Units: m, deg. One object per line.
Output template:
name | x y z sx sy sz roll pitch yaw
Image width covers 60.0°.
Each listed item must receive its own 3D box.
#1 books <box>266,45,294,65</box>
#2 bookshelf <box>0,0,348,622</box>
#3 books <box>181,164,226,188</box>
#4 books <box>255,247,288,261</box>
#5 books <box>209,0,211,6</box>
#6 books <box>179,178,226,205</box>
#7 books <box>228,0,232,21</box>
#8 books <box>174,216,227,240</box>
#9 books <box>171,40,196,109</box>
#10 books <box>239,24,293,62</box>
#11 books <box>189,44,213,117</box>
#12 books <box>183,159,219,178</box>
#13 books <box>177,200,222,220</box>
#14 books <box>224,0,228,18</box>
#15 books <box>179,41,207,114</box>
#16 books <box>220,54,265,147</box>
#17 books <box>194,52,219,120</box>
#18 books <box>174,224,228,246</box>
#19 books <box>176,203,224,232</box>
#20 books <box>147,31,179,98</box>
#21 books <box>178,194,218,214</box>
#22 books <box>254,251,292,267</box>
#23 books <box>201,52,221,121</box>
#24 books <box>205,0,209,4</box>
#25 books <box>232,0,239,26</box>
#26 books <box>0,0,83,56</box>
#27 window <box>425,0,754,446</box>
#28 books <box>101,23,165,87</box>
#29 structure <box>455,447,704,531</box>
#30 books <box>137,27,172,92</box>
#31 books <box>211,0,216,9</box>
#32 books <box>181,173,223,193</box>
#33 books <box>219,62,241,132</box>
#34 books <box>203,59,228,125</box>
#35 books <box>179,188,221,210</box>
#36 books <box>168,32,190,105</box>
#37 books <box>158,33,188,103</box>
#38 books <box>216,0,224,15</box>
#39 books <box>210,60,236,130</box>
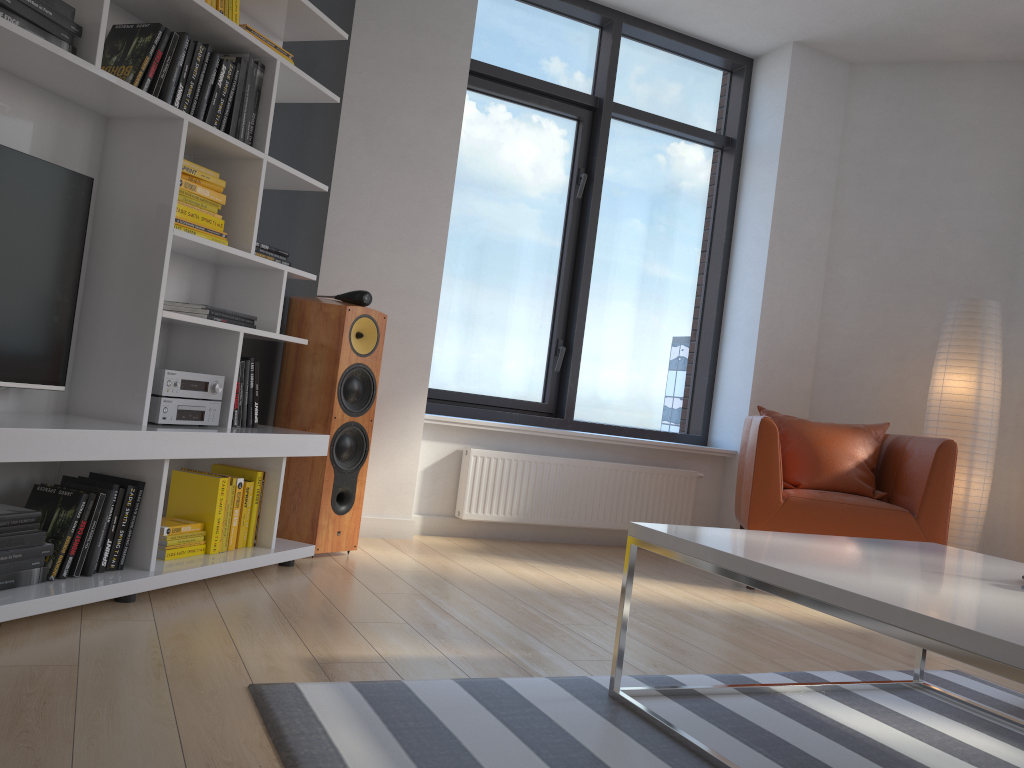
books | -0.927 -1.168 3.125 0.194 0.028 0.257 7 -2 25
bookshelf | -1.342 -0.451 2.051 0.455 2.052 3.000 7 -2 20
books | -1.090 -0.692 2.939 0.163 0.023 0.223 7 -2 24
books | -0.938 -0.478 3.247 0.142 0.015 0.198 7 -1 18
books | -1.012 -1.287 2.784 0.163 0.224 0.041 7 -1 18
books | -1.098 -0.642 2.936 0.176 0.033 0.239 7 -2 23
books | -0.953 -1.244 2.866 0.108 0.161 0.046 7 -1 19
books | -1.105 -0.517 2.918 0.203 0.024 0.257 7 -2 23
books | -1.088 -0.951 2.748 0.179 0.243 0.068 7 -1 19
books | -0.933 -1.195 3.125 0.203 0.024 0.257 7 -2 23
books | -1.068 -0.957 2.817 0.197 0.260 0.066 7 -2 20
books | -1.111 -0.719 2.938 0.163 0.023 0.223 7 -2 24
books | -1.115 -0.580 2.924 0.189 0.014 0.251 7 -2 23
books | -0.969 -1.256 2.853 0.128 0.178 0.044 7 -1 20
books | -1.079 -0.954 2.785 0.191 0.249 0.084 7 -2 20
books | -1.008 -0.969 3.052 0.259 0.321 0.128 7 -2 20
books | -1.036 -0.942 2.828 0.172 0.242 0.069 7 -2 21
books | -1.099 -0.490 2.917 0.194 0.028 0.257 7 -2 25
books | -1.105 -0.551 2.921 0.189 0.042 0.243 7 -2 20
books | -1.110 -0.952 2.666 0.169 0.233 0.081 7 -1 19
books | -1.097 -0.596 2.909 0.145 0.023 0.217 7 -2 24
books | -0.937 -0.459 3.246 0.161 0.023 0.213 7 -2 23
books | -1.052 -0.951 2.859 0.192 0.254 0.075 7 -1 19
books | -1.002 -1.288 2.756 0.161 0.229 0.041 7 -1 19
books | -0.957 -1.257 2.894 0.141 0.184 0.064 7 -2 21
books | -1.316 -0.942 2.230 0.277 0.137 0.343 7 -1 15
window | 0.427 -0.934 5.092 1.960 2.402 0.170 8 -2 -25
books | -1.140 -0.958 2.608 0.182 0.234 0.104 7 -2 20
structure | 0.398 0.638 4.768 1.474 0.460 0.110 8 -2 -25
books | -1.134 -0.956 2.641 0.187 0.234 0.096 7 -2 20
books | -1.010 -1.286 2.815 0.164 0.224 0.054 7 -1 19
books | -1.099 -0.670 2.932 0.160 0.022 0.227 6 -2 36
books | -1.018 -0.947 2.951 0.197 0.260 0.066 7 -2 20
books | -1.031 -0.943 2.878 0.179 0.243 0.071 7 -1 19
books | -1.107 -0.617 2.927 0.171 0.019 0.239 7 -2 20
books | -1.102 -0.961 2.725 0.192 0.254 0.075 7 -1 19
books | -1.086 -0.952 2.695 0.172 0.242 0.069 7 -2 21
books | -0.982 -1.259 2.837 0.132 0.180 0.054 7 -2 20
books | -1.029 -0.945 2.918 0.191 0.249 0.084 7 -2 20
